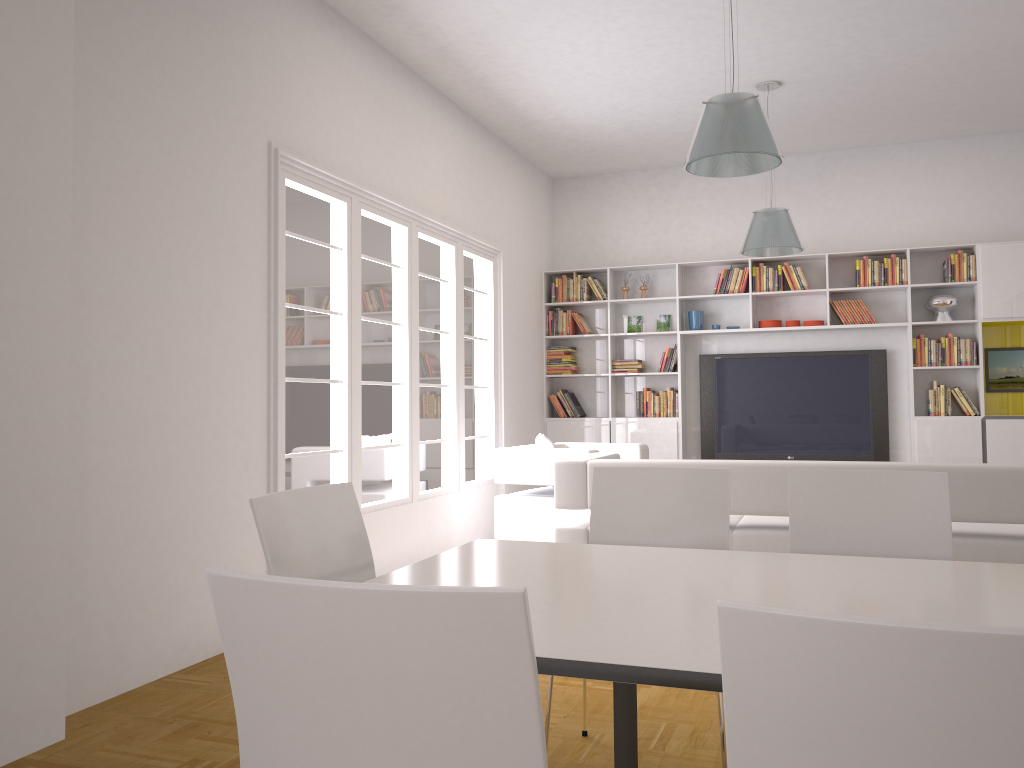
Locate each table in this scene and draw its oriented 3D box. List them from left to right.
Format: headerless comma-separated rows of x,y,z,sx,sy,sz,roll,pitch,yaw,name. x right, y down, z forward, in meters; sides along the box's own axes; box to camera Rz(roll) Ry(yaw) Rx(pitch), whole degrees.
0.813,0.824,1.845,2.410,0.723,1.210,-1,-2,20,table

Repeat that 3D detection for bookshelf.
2.900,0.072,8.049,5.364,2.482,0.389,-1,-3,20,bookshelf

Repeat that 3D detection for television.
2.589,0.248,8.225,1.660,1.089,0.082,-1,-3,20,television

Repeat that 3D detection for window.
-0.726,0.038,6.137,0.195,2.530,3.348,-1,-2,20,window

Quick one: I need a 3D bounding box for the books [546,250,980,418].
2.186,-0.415,8.295,3.861,1.457,0.235,-1,-3,20,books

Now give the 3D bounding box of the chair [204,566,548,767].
-0.117,0.721,1.362,0.561,0.932,0.575,-1,-2,20,chair

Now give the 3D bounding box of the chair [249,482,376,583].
-0.328,0.745,2.287,0.575,0.932,0.560,-1,-2,20,chair

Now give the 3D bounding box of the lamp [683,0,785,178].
1.025,-1.642,4.157,0.464,1.251,0.464,-1,-3,20,lamp

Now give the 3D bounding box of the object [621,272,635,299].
1.145,-0.955,8.733,0.120,0.279,0.179,-2,-2,26,object

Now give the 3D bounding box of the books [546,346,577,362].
0.499,-0.295,8.926,0.252,0.153,0.207,-1,-2,20,books

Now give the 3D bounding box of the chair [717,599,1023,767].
0.541,0.709,1.121,0.561,0.932,0.575,-1,-2,20,chair

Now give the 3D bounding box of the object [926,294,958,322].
3.751,-0.651,7.732,0.256,0.239,0.256,-2,-2,28,object

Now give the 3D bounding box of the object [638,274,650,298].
1.263,-0.947,8.708,0.179,0.260,0.119,-2,-3,41,object

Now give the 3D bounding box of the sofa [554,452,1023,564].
1.593,0.811,4.667,2.622,0.849,0.822,-1,-2,20,sofa

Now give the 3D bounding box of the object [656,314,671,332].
1.485,-0.587,8.683,0.144,0.190,0.051,-1,-3,20,object

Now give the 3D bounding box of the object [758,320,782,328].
2.396,-0.548,8.231,0.210,0.073,0.211,0,-2,-5,object

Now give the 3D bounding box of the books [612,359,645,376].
1.144,-0.158,8.683,0.284,0.153,0.207,-1,-2,20,books

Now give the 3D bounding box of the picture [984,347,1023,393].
4.404,-0.123,7.613,0.609,0.388,0.007,-1,-3,20,picture

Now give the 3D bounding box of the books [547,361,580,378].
0.516,-0.146,8.914,0.284,0.153,0.207,-1,-2,20,books

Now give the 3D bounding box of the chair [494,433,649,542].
0.481,0.825,6.681,0.801,0.912,1.096,-2,-2,30,chair

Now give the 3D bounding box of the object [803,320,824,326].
2.750,-0.545,8.080,0.182,0.054,0.182,-1,-2,17,object

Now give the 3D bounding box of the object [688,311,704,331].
1.755,-0.595,8.456,0.147,0.193,0.147,-1,-2,9,object

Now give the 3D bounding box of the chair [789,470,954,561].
1.053,0.739,2.590,0.561,0.932,0.575,-1,-2,20,chair

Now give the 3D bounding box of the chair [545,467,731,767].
0.433,0.751,2.818,0.561,0.932,0.575,-1,-2,20,chair

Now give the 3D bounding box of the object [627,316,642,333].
1.214,-0.582,8.782,0.144,0.190,0.051,-1,-3,20,object

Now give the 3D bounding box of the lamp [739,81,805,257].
1.904,-1.594,6.542,0.464,1.251,0.464,-1,-3,20,lamp

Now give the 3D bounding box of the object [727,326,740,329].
2.080,-0.521,8.333,0.124,0.032,0.123,-1,-1,6,object

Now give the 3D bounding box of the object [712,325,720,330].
1.933,-0.530,8.388,0.078,0.056,0.078,1,-2,-45,object

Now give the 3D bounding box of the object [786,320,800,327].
2.587,-0.545,8.160,0.128,0.073,0.129,-1,-2,17,object
